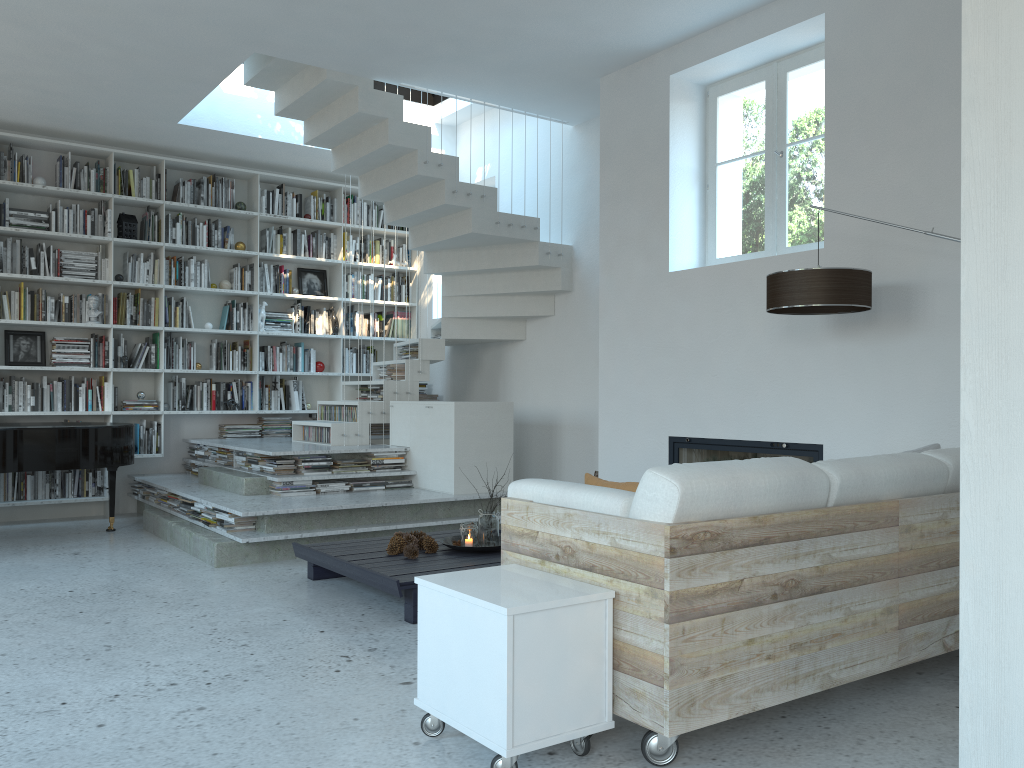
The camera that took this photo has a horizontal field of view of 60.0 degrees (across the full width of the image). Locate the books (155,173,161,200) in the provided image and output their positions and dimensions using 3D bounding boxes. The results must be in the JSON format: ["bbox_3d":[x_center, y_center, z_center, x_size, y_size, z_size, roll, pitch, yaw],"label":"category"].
[{"bbox_3d":[-3.161,-1.724,7.878,0.029,0.253,0.186,0,0,-35],"label":"books"}]

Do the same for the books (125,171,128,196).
[{"bbox_3d":[-3.373,-1.717,7.730,0.015,0.234,0.171,0,0,-35],"label":"books"}]

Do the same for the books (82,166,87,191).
[{"bbox_3d":[-3.645,-1.723,7.553,0.023,0.236,0.154,0,0,-35],"label":"books"}]

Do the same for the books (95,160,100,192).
[{"bbox_3d":[-3.566,-1.757,7.621,0.012,0.308,0.138,0,0,-35],"label":"books"}]

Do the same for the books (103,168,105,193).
[{"bbox_3d":[-3.534,-1.725,7.647,0.014,0.244,0.145,0,0,-35],"label":"books"}]

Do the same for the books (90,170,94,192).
[{"bbox_3d":[-3.595,-1.705,7.562,0.023,0.202,0.193,0,0,-35],"label":"books"}]

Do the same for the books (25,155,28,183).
[{"bbox_3d":[-4.000,-1.737,7.300,0.005,0.255,0.168,0,0,-35],"label":"books"}]

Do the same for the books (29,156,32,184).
[{"bbox_3d":[-3.977,-1.737,7.320,0.011,0.256,0.143,0,0,-35],"label":"books"}]

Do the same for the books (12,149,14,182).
[{"bbox_3d":[-4.087,-1.759,7.248,0.010,0.296,0.153,0,0,-35],"label":"books"}]

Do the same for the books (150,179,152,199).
[{"bbox_3d":[-3.224,-1.700,7.861,0.025,0.203,0.162,0,0,-35],"label":"books"}]

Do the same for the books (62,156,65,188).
[{"bbox_3d":[-3.783,-1.754,7.458,0.011,0.296,0.157,0,0,-35],"label":"books"}]

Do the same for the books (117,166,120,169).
[{"bbox_3d":[-3.427,-1.741,7.715,0.007,0.279,0.150,0,0,-35],"label":"books"}]

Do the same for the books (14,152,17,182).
[{"bbox_3d":[-4.061,-1.743,7.249,0.011,0.265,0.163,0,0,-35],"label":"books"}]

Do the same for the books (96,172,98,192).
[{"bbox_3d":[-3.581,-1.705,7.619,0.014,0.204,0.135,0,0,-35],"label":"books"}]

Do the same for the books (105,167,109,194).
[{"bbox_3d":[-3.507,-1.731,7.664,0.022,0.257,0.136,0,0,-35],"label":"books"}]

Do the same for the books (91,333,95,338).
[{"bbox_3d":[-3.601,-0.283,7.618,0.011,0.299,0.130,0,0,-35],"label":"books"}]

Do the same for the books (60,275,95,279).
[{"bbox_3d":[-3.690,-0.902,7.529,0.254,0.012,0.161,1,-1,-32],"label":"books"}]

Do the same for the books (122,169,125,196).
[{"bbox_3d":[-3.393,-1.732,7.738,0.008,0.262,0.142,0,0,-35],"label":"books"}]

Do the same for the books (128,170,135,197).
[{"bbox_3d":[-3.341,-1.727,7.756,0.054,0.254,0.191,0,0,-35],"label":"books"}]

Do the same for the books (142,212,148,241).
[{"bbox_3d":[-3.242,-1.369,7.812,0.021,0.272,0.190,0,0,-35],"label":"books"}]

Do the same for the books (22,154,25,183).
[{"bbox_3d":[-4.024,-1.742,7.291,0.013,0.264,0.147,0,0,-35],"label":"books"}]

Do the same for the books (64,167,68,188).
[{"bbox_3d":[-3.773,-1.710,7.479,0.031,0.208,0.146,0,0,-35],"label":"books"}]

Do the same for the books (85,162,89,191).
[{"bbox_3d":[-3.622,-1.739,7.551,0.010,0.270,0.180,0,0,-35],"label":"books"}]

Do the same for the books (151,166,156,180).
[{"bbox_3d":[-3.196,-1.762,7.893,0.012,0.329,0.128,0,0,-35],"label":"books"}]

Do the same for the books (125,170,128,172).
[{"bbox_3d":[-3.385,-1.732,7.765,0.007,0.264,0.133,0,0,-35],"label":"books"}]

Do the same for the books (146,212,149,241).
[{"bbox_3d":[-3.237,-1.368,7.833,0.022,0.272,0.181,0,0,-35],"label":"books"}]

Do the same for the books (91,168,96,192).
[{"bbox_3d":[-3.601,-1.720,7.613,0.026,0.233,0.137,0,0,-35],"label":"books"}]

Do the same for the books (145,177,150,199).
[{"bbox_3d":[-3.235,-1.705,7.829,0.031,0.213,0.169,0,0,-35],"label":"books"}]

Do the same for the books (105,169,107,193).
[{"bbox_3d":[-3.518,-1.722,7.648,0.014,0.239,0.153,0,0,-35],"label":"books"}]

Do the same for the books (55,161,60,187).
[{"bbox_3d":[-3.818,-1.729,7.445,0.012,0.245,0.151,0,0,-35],"label":"books"}]

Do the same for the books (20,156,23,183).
[{"bbox_3d":[-4.038,-1.734,7.289,0.014,0.248,0.139,0,0,-35],"label":"books"}]

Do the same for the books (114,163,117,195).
[{"bbox_3d":[-3.452,-1.751,7.688,0.007,0.298,0.181,0,0,-35],"label":"books"}]

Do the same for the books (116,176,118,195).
[{"bbox_3d":[-3.447,-1.698,7.700,0.015,0.192,0.160,0,0,-35],"label":"books"}]

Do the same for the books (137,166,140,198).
[{"bbox_3d":[-3.293,-1.748,7.795,0.010,0.297,0.167,0,0,-35],"label":"books"}]

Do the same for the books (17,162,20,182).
[{"bbox_3d":[-4.054,-1.708,7.269,0.023,0.195,0.172,0,0,-35],"label":"books"}]

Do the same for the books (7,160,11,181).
[{"bbox_3d":[-4.109,-1.708,7.223,0.026,0.194,0.166,0,0,-35],"label":"books"}]

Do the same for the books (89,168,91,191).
[{"bbox_3d":[-3.620,-1.713,7.566,0.012,0.217,0.179,0,0,-35],"label":"books"}]

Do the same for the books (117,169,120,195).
[{"bbox_3d":[-3.423,-1.721,7.686,0.007,0.239,0.191,0,0,-35],"label":"books"}]

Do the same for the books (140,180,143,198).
[{"bbox_3d":[-3.278,-1.689,7.801,0.022,0.180,0.173,0,0,-35],"label":"books"}]

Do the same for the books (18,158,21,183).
[{"bbox_3d":[-4.054,-1.726,7.293,0.006,0.233,0.136,0,0,-35],"label":"books"}]

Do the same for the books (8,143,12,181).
[{"bbox_3d":[-4.100,-1.781,7.246,0.014,0.341,0.145,0,0,-35],"label":"books"}]

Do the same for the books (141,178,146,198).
[{"bbox_3d":[-3.260,-1.700,7.816,0.024,0.201,0.180,0,0,-35],"label":"books"}]

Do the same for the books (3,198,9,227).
[{"bbox_3d":[-4.111,-1.369,7.204,0.021,0.249,0.191,0,0,-35],"label":"books"}]

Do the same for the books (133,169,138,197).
[{"bbox_3d":[-3.319,-1.737,7.797,0.030,0.274,0.151,0,0,-35],"label":"books"}]

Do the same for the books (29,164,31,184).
[{"bbox_3d":[-3.989,-1.703,7.319,0.010,0.186,0.152,0,0,-35],"label":"books"}]

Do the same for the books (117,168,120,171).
[{"bbox_3d":[-3.426,-1.731,7.702,0.006,0.260,0.166,0,0,-35],"label":"books"}]

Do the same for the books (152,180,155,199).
[{"bbox_3d":[-3.201,-1.695,7.869,0.022,0.194,0.182,0,0,-35],"label":"books"}]

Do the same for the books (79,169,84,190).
[{"bbox_3d":[-3.665,-1.706,7.533,0.033,0.203,0.166,0,0,-35],"label":"books"}]

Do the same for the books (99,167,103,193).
[{"bbox_3d":[-3.545,-1.725,7.626,0.028,0.244,0.161,0,0,-35],"label":"books"}]

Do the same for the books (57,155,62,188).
[{"bbox_3d":[-3.797,-1.753,7.438,0.014,0.292,0.176,0,0,-35],"label":"books"}]

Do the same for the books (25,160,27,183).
[{"bbox_3d":[-4.010,-1.719,7.296,0.016,0.219,0.144,0,0,-35],"label":"books"}]

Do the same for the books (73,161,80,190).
[{"bbox_3d":[-3.701,-1.740,7.531,0.028,0.270,0.140,0,0,-35],"label":"books"}]

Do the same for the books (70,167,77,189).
[{"bbox_3d":[-3.722,-1.711,7.494,0.050,0.211,0.173,0,0,-35],"label":"books"}]

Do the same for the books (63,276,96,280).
[{"bbox_3d":[-3.689,-0.889,7.527,0.254,0.012,0.161,1,-1,-39],"label":"books"}]

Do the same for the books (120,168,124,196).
[{"bbox_3d":[-3.405,-1.731,7.719,0.034,0.261,0.157,0,0,-35],"label":"books"}]

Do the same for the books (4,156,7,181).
[{"bbox_3d":[-4.136,-1.725,7.219,0.023,0.228,0.157,0,0,-35],"label":"books"}]

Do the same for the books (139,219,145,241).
[{"bbox_3d":[-3.267,-1.339,7.834,0.019,0.214,0.156,0,0,-35],"label":"books"}]

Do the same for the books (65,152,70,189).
[{"bbox_3d":[-3.743,-1.772,7.473,0.010,0.331,0.186,0,0,-35],"label":"books"}]
